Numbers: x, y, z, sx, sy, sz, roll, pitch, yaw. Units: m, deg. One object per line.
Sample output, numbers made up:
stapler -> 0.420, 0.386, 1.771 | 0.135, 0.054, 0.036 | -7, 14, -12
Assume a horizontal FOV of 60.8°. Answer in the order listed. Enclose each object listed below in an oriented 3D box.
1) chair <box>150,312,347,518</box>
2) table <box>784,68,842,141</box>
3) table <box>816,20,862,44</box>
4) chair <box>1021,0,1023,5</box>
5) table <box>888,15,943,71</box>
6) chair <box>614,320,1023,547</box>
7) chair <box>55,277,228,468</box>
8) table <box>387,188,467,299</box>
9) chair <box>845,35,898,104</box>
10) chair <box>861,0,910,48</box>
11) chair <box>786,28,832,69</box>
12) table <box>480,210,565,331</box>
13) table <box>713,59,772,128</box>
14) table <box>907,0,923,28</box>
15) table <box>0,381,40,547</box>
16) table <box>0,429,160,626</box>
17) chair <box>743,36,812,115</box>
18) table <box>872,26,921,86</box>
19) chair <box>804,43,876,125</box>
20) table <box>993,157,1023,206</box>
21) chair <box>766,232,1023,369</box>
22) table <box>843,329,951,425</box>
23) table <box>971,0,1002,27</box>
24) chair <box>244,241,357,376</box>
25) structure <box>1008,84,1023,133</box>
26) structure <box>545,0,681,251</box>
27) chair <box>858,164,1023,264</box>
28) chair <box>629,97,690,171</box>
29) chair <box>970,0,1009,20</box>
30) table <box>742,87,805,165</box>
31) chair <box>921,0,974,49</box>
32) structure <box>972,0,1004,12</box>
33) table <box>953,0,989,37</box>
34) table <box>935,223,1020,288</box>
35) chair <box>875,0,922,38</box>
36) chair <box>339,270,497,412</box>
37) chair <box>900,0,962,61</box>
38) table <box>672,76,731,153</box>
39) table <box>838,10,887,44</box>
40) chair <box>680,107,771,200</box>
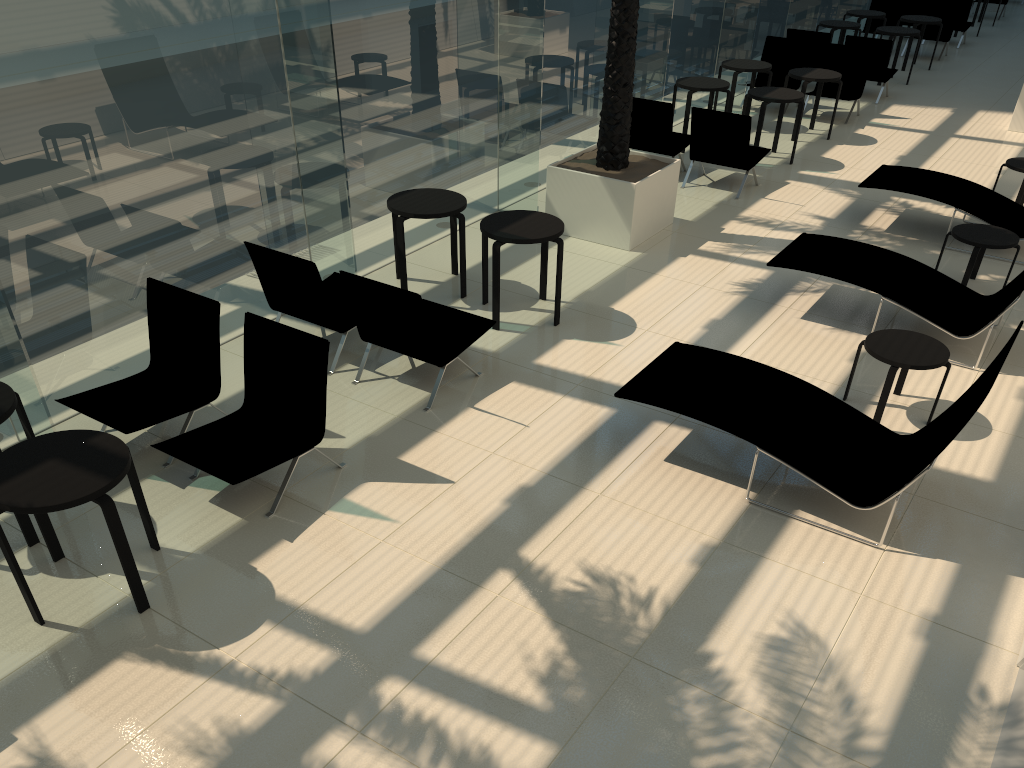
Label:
chair -> -1.615, 0.213, 5.277 | 0.697, 0.962, 0.837 | 22, 39, 27
table -> 4.047, -3.810, 11.898 | 0.677, 0.845, 0.625 | -7, 35, -12
table -> 5.564, -5.774, 15.039 | 0.675, 0.845, 0.628 | -10, 36, -15
chair -> 12.820, -10.225, 22.153 | 0.697, 0.962, 0.837 | 22, 39, 27
table -> 7.197, -6.090, 15.585 | 0.677, 0.845, 0.625 | -7, 35, -12
chair -> 1.752, 0.045, 5.355 | 1.984, 1.253, 0.869 | 20, 39, 26
chair -> -2.391, -0.050, 5.669 | 0.697, 0.962, 0.837 | 22, 39, 27
table -> -0.730, -1.217, 7.672 | 0.675, 0.845, 0.628 | -10, 36, -15
chair -> 5.639, -5.026, 13.747 | 0.697, 0.962, 0.837 | 22, 39, 27
chair -> 7.053, -6.888, 16.724 | 0.697, 0.962, 0.837 | 22, 39, 27
chair -> 4.862, -5.289, 14.139 | 0.697, 0.962, 0.837 | 22, 39, 27
table -> 0.077, -0.943, 7.264 | 0.675, 0.845, 0.628 | -10, 36, -15
table -> 3.240, -4.084, 12.306 | 0.677, 0.845, 0.625 | -7, 35, -12
table -> 8.714, -8.055, 18.726 | 0.675, 0.845, 0.628 | -10, 36, -15
table -> -3.054, 0.473, 4.939 | 0.679, 0.845, 0.624 | -4, 35, -8
table -> -2.247, 0.747, 4.531 | 0.679, 0.845, 0.624 | -4, 35, -8
chair -> 3.903, -4.607, 13.037 | 0.697, 0.962, 0.837 | 22, 39, 27
table -> 6.371, -5.501, 14.631 | 0.675, 0.845, 0.628 | -10, 36, -15
chair -> 4.679, -4.344, 12.644 | 0.697, 0.962, 0.837 | 22, 39, 27
table -> 5.632, -2.140, 9.574 | 0.550, 0.560, 0.511 | -10, 35, -15
chair -> 3.233, -1.027, 7.088 | 1.984, 1.253, 0.869 | 20, 39, 26
table -> 2.715, -0.028, 6.160 | 0.552, 0.560, 0.510 | -7, 35, -12
table -> 10.431, -8.432, 19.371 | 0.677, 0.845, 0.625 | -7, 35, -12
chair -> -1.432, -0.732, 6.773 | 0.697, 0.962, 0.837 | 22, 39, 27
structure -> 7.920, -6.702, 10.401 | 4.585, 7.457, 3.979 | -13, 37, -19
structure -> 0.980, -4.705, 6.924 | 4.736, 7.592, 4.158 | 17, 38, 21
chair -> 4.669, -2.066, 8.769 | 1.984, 1.253, 0.869 | 20, 39, 26
chair -> 1.746, -3.032, 10.491 | 0.697, 0.962, 0.837 | 22, 39, 27
chair -> 11.063, -8.966, 20.117 | 0.697, 0.962, 0.837 | 22, 39, 27
table -> 3.240, -3.234, 10.967 | 0.675, 0.845, 0.628 | -10, 36, -15
chair -> 8.796, -7.311, 17.442 | 0.697, 0.962, 0.837 | 22, 39, 27
structure -> 11.663, -12.444, 19.435 | 4.316, 7.592, 4.565 | -23, 41, -31
table -> 9.521, -7.781, 18.318 | 0.675, 0.845, 0.628 | -10, 36, -15
table -> 4.196, -1.100, 7.893 | 0.552, 0.560, 0.510 | -7, 35, -12
chair -> 8.019, -7.575, 17.835 | 0.697, 0.962, 0.837 | 22, 39, 27
chair -> -0.655, -0.469, 6.380 | 0.697, 0.962, 0.837 | 22, 39, 27
chair -> 7.829, -6.624, 16.331 | 0.697, 0.962, 0.837 | 22, 39, 27
table -> 2.433, -3.508, 11.375 | 0.675, 0.845, 0.628 | -10, 36, -15
table -> 6.390, -6.364, 15.993 | 0.677, 0.845, 0.625 | -7, 35, -12
chair -> 2.522, -2.769, 10.099 | 0.697, 0.962, 0.837 | 22, 39, 27
